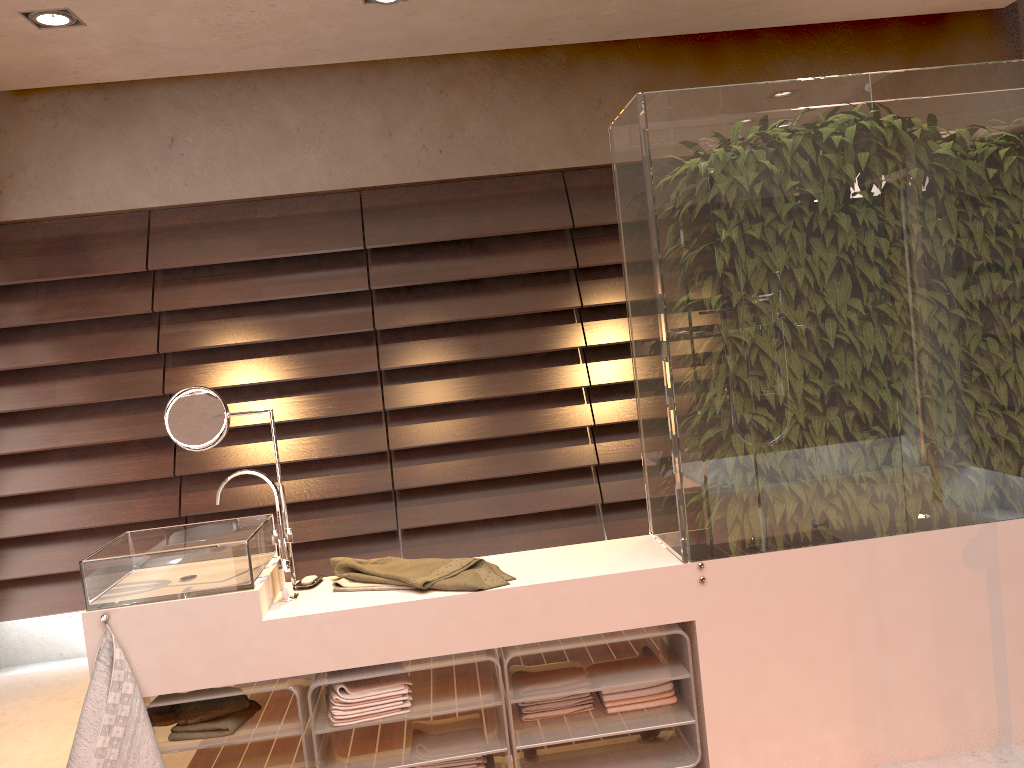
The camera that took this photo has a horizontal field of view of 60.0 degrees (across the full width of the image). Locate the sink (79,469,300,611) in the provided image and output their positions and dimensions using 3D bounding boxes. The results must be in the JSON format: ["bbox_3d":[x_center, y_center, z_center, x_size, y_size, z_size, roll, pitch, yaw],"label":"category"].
[{"bbox_3d":[-0.827,0.421,2.346,0.486,0.357,0.340,-7,3,-5],"label":"sink"}]

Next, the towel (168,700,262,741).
[{"bbox_3d":[-0.783,0.875,2.333,0.206,0.034,0.198,-6,3,4],"label":"towel"}]

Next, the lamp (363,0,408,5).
[{"bbox_3d":[-0.457,-1.410,3.166,0.165,0.068,0.170,-7,3,-5],"label":"lamp"}]

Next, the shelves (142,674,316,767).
[{"bbox_3d":[-0.769,0.985,2.390,0.487,0.436,0.368,-7,3,-5],"label":"shelves"}]

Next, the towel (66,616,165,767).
[{"bbox_3d":[-0.965,0.859,2.131,0.252,0.598,0.121,-8,4,-21],"label":"towel"}]

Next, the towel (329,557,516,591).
[{"bbox_3d":[-0.242,0.502,2.438,0.571,0.057,0.258,-4,4,36],"label":"towel"}]

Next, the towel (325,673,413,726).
[{"bbox_3d":[-0.381,0.798,2.335,0.221,0.098,0.220,-7,4,-16],"label":"towel"}]

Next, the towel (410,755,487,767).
[{"bbox_3d":[-0.182,1.010,2.479,0.221,0.098,0.220,-7,3,-6],"label":"towel"}]

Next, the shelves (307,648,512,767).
[{"bbox_3d":[-0.268,0.930,2.402,0.487,0.436,0.368,-7,3,-7],"label":"shelves"}]

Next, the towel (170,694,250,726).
[{"bbox_3d":[-0.809,0.861,2.375,0.192,0.062,0.192,-8,4,-26],"label":"towel"}]

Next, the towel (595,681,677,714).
[{"bbox_3d":[0.332,0.832,2.507,0.221,0.098,0.220,-7,3,-6],"label":"towel"}]

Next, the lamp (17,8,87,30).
[{"bbox_3d":[-1.592,-1.286,3.070,0.165,0.051,0.170,-7,3,-5],"label":"lamp"}]

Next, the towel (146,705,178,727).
[{"bbox_3d":[-0.900,0.879,2.427,0.180,0.040,0.196,-6,3,9],"label":"towel"}]

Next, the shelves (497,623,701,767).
[{"bbox_3d":[0.225,0.871,2.474,0.487,0.436,0.368,-7,3,-5],"label":"shelves"}]

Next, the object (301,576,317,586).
[{"bbox_3d":[-0.570,0.551,2.491,0.035,0.016,0.066,-6,3,7],"label":"object"}]

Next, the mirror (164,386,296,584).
[{"bbox_3d":[-0.802,0.291,2.519,0.316,0.589,0.074,-6,3,-2],"label":"mirror"}]

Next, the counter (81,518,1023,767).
[{"bbox_3d":[0.424,0.723,2.474,2.931,0.686,0.350,-7,3,-5],"label":"counter"}]

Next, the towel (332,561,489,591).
[{"bbox_3d":[-0.276,0.522,2.432,0.394,0.027,0.202,-5,3,15],"label":"towel"}]

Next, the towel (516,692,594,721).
[{"bbox_3d":[0.113,0.856,2.518,0.220,0.098,0.221,-7,3,-6],"label":"towel"}]

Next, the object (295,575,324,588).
[{"bbox_3d":[-0.569,0.558,2.492,0.065,0.011,0.108,-6,3,8],"label":"object"}]
